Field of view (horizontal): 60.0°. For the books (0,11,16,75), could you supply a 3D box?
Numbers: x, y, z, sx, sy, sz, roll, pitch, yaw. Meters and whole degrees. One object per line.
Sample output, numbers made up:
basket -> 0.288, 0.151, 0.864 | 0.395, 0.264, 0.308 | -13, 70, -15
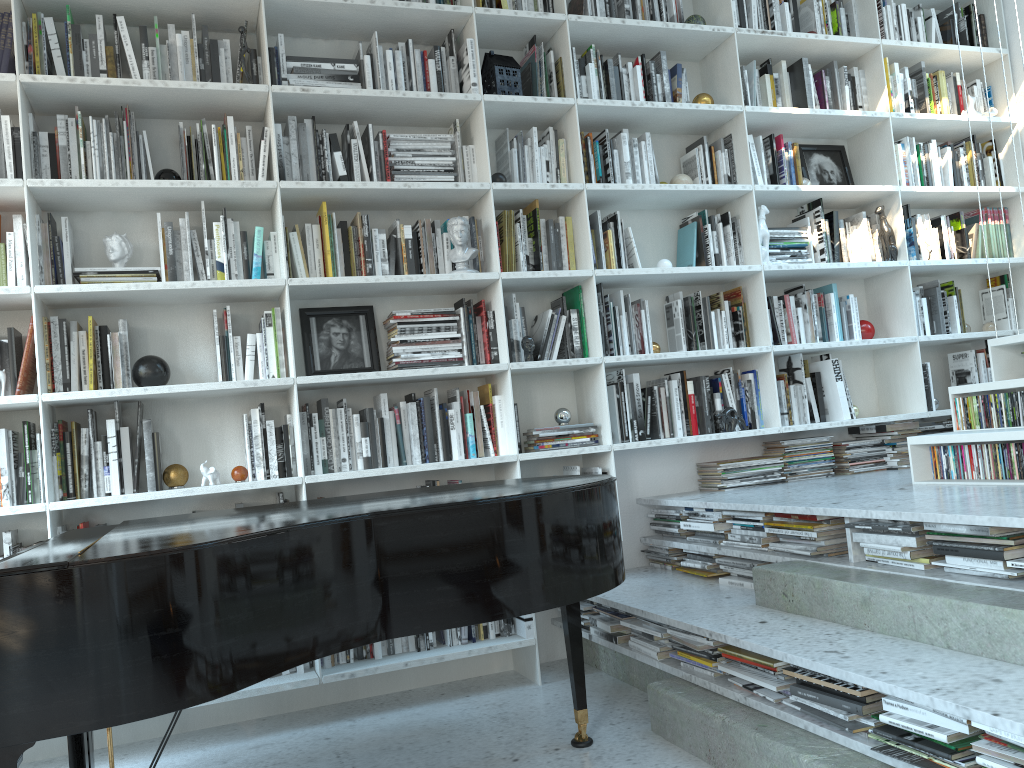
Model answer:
books -> -1.818, -1.180, 3.226 | 0.078, 0.285, 0.174 | -5, -4, -20

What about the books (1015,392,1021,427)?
books -> 1.871, 0.086, 3.200 | 0.125, 0.125, 0.008 | -4, -3, -20

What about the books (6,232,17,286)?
books -> -1.780, -0.416, 3.174 | 0.031, 0.223, 0.145 | -5, -4, -20

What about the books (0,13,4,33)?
books -> -1.867, -1.175, 3.228 | 0.078, 0.285, 0.174 | -5, -4, -20

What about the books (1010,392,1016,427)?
books -> 1.864, 0.088, 3.220 | 0.125, 0.125, 0.007 | -4, -3, -20

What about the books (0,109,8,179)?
books -> -1.822, -0.815, 3.185 | 0.022, 0.289, 0.169 | -5, -4, -20

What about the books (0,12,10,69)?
books -> -1.844, -1.177, 3.231 | 0.078, 0.285, 0.174 | -5, -4, -20

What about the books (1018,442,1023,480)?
books -> 1.788, 0.258, 3.031 | 0.125, 0.125, 0.008 | -4, -3, -20

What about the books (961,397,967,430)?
books -> 1.792, 0.109, 3.421 | 0.125, 0.125, 0.008 | -4, -3, -20

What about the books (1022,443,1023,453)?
books -> 1.793, 0.257, 3.017 | 0.125, 0.125, 0.008 | -4, -3, -20

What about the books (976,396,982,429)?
books -> 1.814, 0.103, 3.358 | 0.125, 0.125, 0.007 | -4, -3, -20

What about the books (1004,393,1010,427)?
books -> 1.856, 0.090, 3.241 | 0.125, 0.125, 0.008 | -4, -3, -20

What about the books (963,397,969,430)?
books -> 1.794, 0.108, 3.414 | 0.125, 0.125, 0.009 | -4, -3, -20

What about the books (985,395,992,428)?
books -> 1.829, 0.098, 3.318 | 0.125, 0.125, 0.010 | -4, -3, -20

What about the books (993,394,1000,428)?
books -> 1.841, 0.095, 3.285 | 0.125, 0.125, 0.009 | -4, -3, -20

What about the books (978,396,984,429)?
books -> 1.817, 0.102, 3.351 | 0.125, 0.125, 0.007 | -4, -3, -20

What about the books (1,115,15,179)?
books -> -1.793, -0.805, 3.192 | 0.035, 0.263, 0.178 | -5, -4, -20

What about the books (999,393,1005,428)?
books -> 1.848, 0.093, 3.263 | 0.125, 0.125, 0.008 | -4, -3, -20

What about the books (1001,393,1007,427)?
books -> 1.851, 0.092, 3.256 | 0.125, 0.125, 0.008 | -4, -3, -20

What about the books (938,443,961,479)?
books -> 1.671, 0.292, 3.359 | 0.125, 0.125, 0.007 | -4, -3, -20

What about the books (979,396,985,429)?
books -> 1.820, 0.101, 3.344 | 0.125, 0.125, 0.008 | -4, -3, -20

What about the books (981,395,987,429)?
books -> 1.822, 0.100, 3.337 | 0.125, 0.125, 0.008 | -4, -3, -20

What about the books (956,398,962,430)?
books -> 1.784, 0.111, 3.443 | 0.125, 0.125, 0.009 | -4, -3, -20

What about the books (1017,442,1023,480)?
books -> 1.786, 0.259, 3.037 | 0.125, 0.125, 0.008 | -4, -3, -20

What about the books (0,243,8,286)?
books -> -1.806, -0.394, 3.163 | 0.030, 0.183, 0.152 | -5, -4, -20

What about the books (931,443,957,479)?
books -> 1.660, 0.295, 3.391 | 0.125, 0.125, 0.008 | -4, -3, -20

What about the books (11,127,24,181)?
books -> -1.747, -0.779, 3.179 | 0.039, 0.202, 0.236 | -5, -4, -20

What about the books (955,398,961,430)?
books -> 1.782, 0.112, 3.450 | 0.125, 0.125, 0.008 | -4, -3, -20

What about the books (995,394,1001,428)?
books -> 1.843, 0.094, 3.277 | 0.125, 0.125, 0.007 | -4, -3, -20

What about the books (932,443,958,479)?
books -> 1.662, 0.295, 3.384 | 0.125, 0.125, 0.008 | -4, -3, -20

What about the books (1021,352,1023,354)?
books -> 2.154, -0.139, 3.484 | 0.198, 0.006, 0.188 | -4, -4, -24

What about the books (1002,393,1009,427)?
books -> 1.854, 0.091, 3.249 | 0.125, 0.125, 0.008 | -4, -3, -20

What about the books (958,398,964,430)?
books -> 1.787, 0.111, 3.435 | 0.125, 0.125, 0.008 | -4, -3, -20

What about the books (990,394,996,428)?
books -> 1.835, 0.097, 3.300 | 0.125, 0.125, 0.007 | -4, -3, -20

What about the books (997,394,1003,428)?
books -> 1.846, 0.093, 3.270 | 0.125, 0.125, 0.008 | -4, -3, -20

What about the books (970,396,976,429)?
books -> 1.806, 0.105, 3.383 | 0.125, 0.125, 0.012 | -4, -3, -20

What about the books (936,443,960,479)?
books -> 1.669, 0.293, 3.367 | 0.125, 0.125, 0.009 | -4, -3, -20

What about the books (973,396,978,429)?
books -> 1.809, 0.104, 3.373 | 0.125, 0.125, 0.008 | -4, -3, -20

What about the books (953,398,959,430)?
books -> 1.779, 0.113, 3.458 | 0.125, 0.125, 0.008 | -4, -3, -20

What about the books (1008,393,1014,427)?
books -> 1.861, 0.089, 3.227 | 0.125, 0.125, 0.007 | -4, -3, -20

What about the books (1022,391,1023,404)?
books -> 1.881, 0.083, 3.172 | 0.125, 0.125, 0.009 | -4, -3, -20

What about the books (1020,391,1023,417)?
books -> 1.878, 0.084, 3.179 | 0.125, 0.125, 0.010 | -4, -3, -20

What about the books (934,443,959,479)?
books -> 1.665, 0.294, 3.375 | 0.125, 0.125, 0.010 | -4, -3, -20

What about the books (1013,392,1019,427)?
books -> 1.869, 0.087, 3.206 | 0.125, 0.125, 0.008 | -4, -3, -20

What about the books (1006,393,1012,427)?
books -> 1.859, 0.090, 3.234 | 0.125, 0.125, 0.007 | -4, -3, -20

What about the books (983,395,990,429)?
books -> 1.825, 0.099, 3.328 | 0.125, 0.125, 0.010 | -4, -3, -20

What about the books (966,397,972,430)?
books -> 1.799, 0.107, 3.400 | 0.125, 0.125, 0.008 | -4, -3, -20

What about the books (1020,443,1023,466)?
books -> 1.791, 0.257, 3.024 | 0.125, 0.125, 0.008 | -4, -3, -20

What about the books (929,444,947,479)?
books -> 1.657, 0.296, 3.398 | 0.125, 0.125, 0.007 | -4, -3, -20

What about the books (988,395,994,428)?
books -> 1.832, 0.097, 3.308 | 0.125, 0.125, 0.010 | -4, -3, -20

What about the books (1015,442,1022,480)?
books -> 1.783, 0.259, 3.045 | 0.125, 0.125, 0.008 | -4, -3, -20

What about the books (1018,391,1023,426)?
books -> 1.875, 0.085, 3.190 | 0.125, 0.125, 0.012 | -4, -3, -20

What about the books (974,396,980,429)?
books -> 1.812, 0.103, 3.365 | 0.125, 0.125, 0.007 | -4, -3, -20

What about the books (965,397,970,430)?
books -> 1.797, 0.108, 3.407 | 0.125, 0.125, 0.007 | -4, -3, -20

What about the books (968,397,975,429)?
books -> 1.803, 0.106, 3.392 | 0.125, 0.125, 0.010 | -4, -3, -20

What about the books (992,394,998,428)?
books -> 1.838, 0.096, 3.292 | 0.125, 0.125, 0.009 | -4, -3, -20

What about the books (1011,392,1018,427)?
books -> 1.866, 0.087, 3.213 | 0.125, 0.125, 0.008 | -4, -3, -20

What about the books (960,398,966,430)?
books -> 1.790, 0.110, 3.428 | 0.125, 0.125, 0.007 | -4, -3, -20
